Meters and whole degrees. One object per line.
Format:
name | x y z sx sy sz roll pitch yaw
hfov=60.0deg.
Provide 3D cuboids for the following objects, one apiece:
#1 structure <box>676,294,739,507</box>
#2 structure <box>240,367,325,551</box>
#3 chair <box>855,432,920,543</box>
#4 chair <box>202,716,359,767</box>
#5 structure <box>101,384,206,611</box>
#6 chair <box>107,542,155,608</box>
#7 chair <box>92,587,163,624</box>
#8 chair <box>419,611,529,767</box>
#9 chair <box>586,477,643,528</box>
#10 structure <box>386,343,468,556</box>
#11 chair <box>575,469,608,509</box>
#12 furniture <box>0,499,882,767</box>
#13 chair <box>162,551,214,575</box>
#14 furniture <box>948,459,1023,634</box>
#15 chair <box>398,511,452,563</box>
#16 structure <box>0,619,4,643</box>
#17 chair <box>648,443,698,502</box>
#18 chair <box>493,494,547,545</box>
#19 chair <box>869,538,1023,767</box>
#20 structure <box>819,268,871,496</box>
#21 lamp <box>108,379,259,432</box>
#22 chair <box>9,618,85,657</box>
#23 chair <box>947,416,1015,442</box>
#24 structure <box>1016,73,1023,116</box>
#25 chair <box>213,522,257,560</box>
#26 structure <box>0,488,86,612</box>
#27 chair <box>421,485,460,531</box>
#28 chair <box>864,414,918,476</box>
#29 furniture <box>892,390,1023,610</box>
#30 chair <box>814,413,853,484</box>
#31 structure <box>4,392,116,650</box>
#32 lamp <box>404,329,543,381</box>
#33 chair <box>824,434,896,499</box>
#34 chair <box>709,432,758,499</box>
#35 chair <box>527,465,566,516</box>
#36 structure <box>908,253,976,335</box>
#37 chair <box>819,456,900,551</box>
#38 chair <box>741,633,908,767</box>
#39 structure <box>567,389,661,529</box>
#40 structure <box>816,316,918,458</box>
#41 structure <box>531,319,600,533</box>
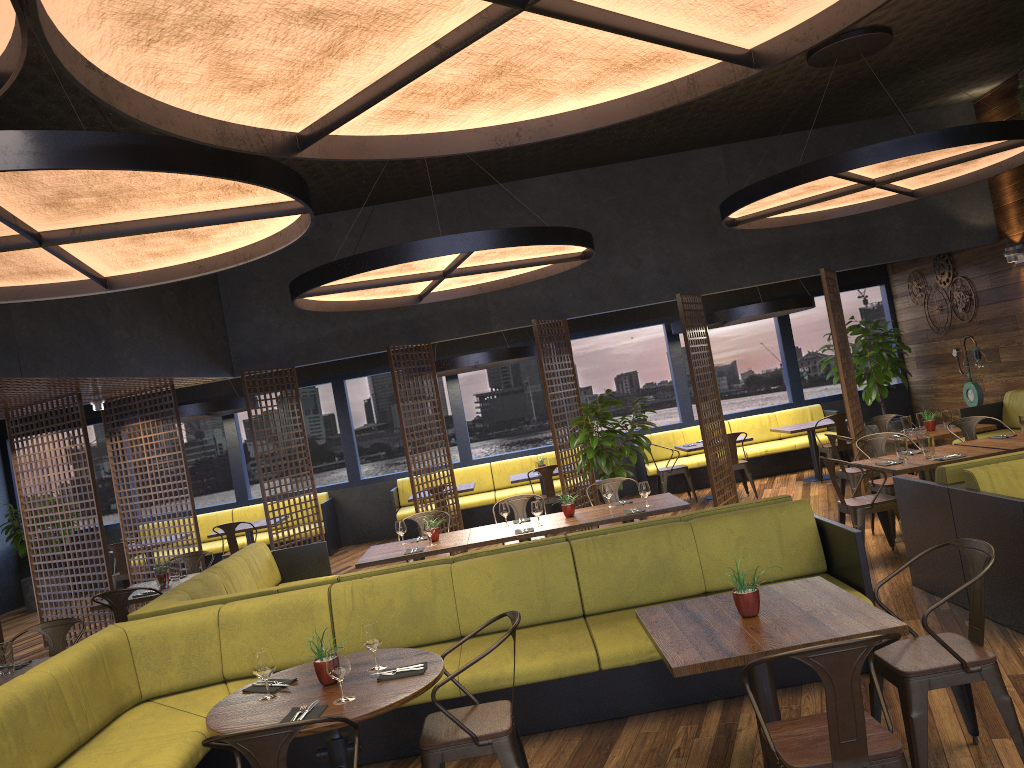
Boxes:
structure | 2.359 0.257 10.612 0.050 2.700 0.852 -11 -1 29
structure | -2.662 1.148 10.531 0.050 2.700 0.852 -11 -1 29
chair | 3.498 0.915 8.090 0.504 0.917 0.541 -10 -1 -1
chair | -0.760 1.589 3.184 0.504 0.917 0.541 -10 -1 -1
structure | -4.295 1.440 10.656 1.319 2.700 0.050 -11 -1 29
chair | -4.945 2.473 11.497 0.504 0.917 0.541 -10 -1 -1
chair | -3.011 2.056 7.138 0.504 0.917 0.541 -10 -1 -1
chair | -0.149 1.491 3.814 0.541 0.917 0.504 -10 -1 -1
chair | 1.018 1.359 8.291 0.504 0.917 0.541 -10 -1 -1
structure | -0.988 0.851 10.558 0.050 2.700 0.852 -11 -1 29
chair | 1.101 1.412 12.281 0.541 0.917 0.504 -10 -1 -1
furniture | -0.377 1.550 4.688 4.895 0.914 7.462 -10 -1 -6
chair | -3.027 2.079 8.365 0.504 0.917 0.541 -10 -1 -1
furniture | 4.529 0.657 3.424 3.372 0.914 4.503 -10 -1 -1
chair | -0.762 1.675 8.262 0.504 0.917 0.541 -10 -1 -1
structure | -5.454 1.611 8.553 1.319 2.700 0.050 -11 -1 29
chair | 2.199 1.218 12.359 0.541 0.917 0.504 -10 -1 -1
chair | 0.131 1.517 8.277 0.504 0.917 0.541 -10 -1 -1
chair | 1.774 1.147 3.674 0.541 0.917 0.504 -10 -1 -1
structure | 4.033 -0.040 10.638 0.050 2.700 0.852 -11 -1 29
lamp | -4.736 -0.573 12.403 1.979 2.172 1.979 -10 -1 6
chair | -2.971 2.024 5.678 0.504 0.917 0.541 -10 -1 -1
chair | 4.353 0.763 8.104 0.504 0.917 0.541 -10 -1 -1
structure | 6.144 -1.461 5.698 0.918 4.593 9.182 -10 -1 -2
chair | -3.537 2.223 11.519 0.504 0.917 0.541 -10 -1 -1
structure | -7.032 2.450 13.405 1.166 1.763 0.993 -10 -1 -30
chair | -0.896 1.755 11.562 0.504 0.917 0.541 -10 -1 -1
chair | 4.287 0.805 9.874 0.504 0.917 0.541 -10 -1 -1
furniture | 4.473 0.744 8.059 3.378 0.916 4.755 -10 -1 -1
chair | 4.286 0.835 11.645 0.504 0.917 0.541 -10 -1 -1
structure | -4.874 1.526 9.604 1.319 2.700 0.050 -11 -1 29
lamp | -0.723 -1.285 12.467 1.979 2.172 1.979 -11 -1 44
chair | 3.580 0.918 9.116 0.541 0.917 0.504 -10 -1 -1
chair | 2.878 1.085 11.622 0.504 0.917 0.541 -10 -1 -1
chair | 0.512 1.505 11.584 0.504 0.917 0.541 -10 -1 -1
structure | 6.110 -1.290 12.717 0.058 1.178 1.791 -10 -1 -1
chair | 2.905 1.008 7.322 0.541 0.917 0.504 -10 -1 -1
chair | 1.096 1.257 3.016 0.504 0.917 0.541 -10 -1 -1
structure | 1.126 0.941 9.932 1.166 1.763 0.993 -10 -1 -30
structure | 5.519 0.006 13.528 1.493 2.184 1.272 -10 -1 -1
structure | 0.685 0.554 10.585 0.050 2.700 0.852 -11 -1 29
